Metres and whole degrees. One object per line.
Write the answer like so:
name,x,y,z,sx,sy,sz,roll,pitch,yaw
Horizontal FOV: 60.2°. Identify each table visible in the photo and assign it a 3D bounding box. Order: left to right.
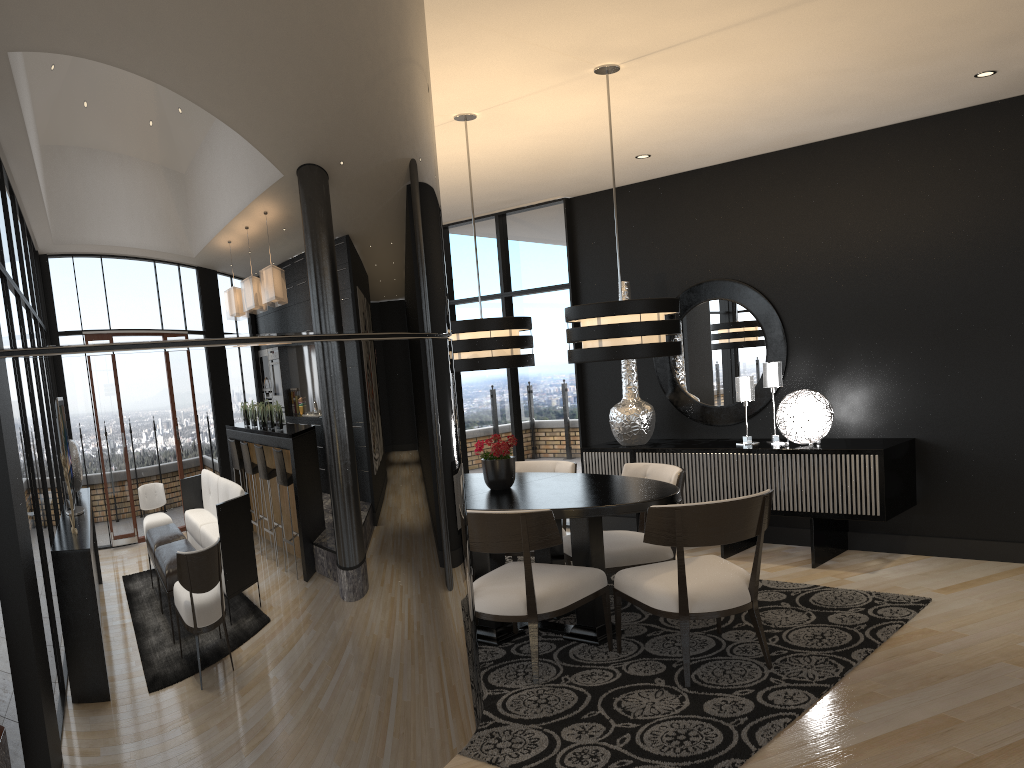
table,-0.021,0.954,4.856,2.106,0.775,1.200,-3,3,43

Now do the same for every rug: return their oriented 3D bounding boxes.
rug,-0.030,1.335,4.953,3.724,0.011,2.696,-3,2,41

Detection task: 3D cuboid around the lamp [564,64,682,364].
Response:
lamp,0.483,-0.780,4.100,0.535,1.341,0.531,1,8,40

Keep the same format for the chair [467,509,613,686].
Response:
chair,0.044,0.946,4.187,0.643,0.813,0.610,-1,6,34

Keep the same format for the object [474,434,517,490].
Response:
object,-0.078,0.423,4.786,0.237,0.301,0.227,0,6,43

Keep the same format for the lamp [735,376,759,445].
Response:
lamp,1.610,0.180,6.072,0.131,0.469,0.124,-8,7,-26

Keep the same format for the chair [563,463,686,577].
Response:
chair,0.651,0.882,4.953,0.614,0.813,0.639,-6,5,-21

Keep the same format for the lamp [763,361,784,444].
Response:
lamp,1.777,0.126,5.996,0.125,0.555,0.131,-4,6,3

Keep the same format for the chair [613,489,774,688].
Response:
chair,0.836,0.889,4.018,0.640,0.813,0.613,-6,5,-20

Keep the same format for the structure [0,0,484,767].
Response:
structure,-0.465,0.079,1.204,0.885,2.767,0.585,-9,8,-38

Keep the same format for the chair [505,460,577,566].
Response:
chair,0.074,0.914,5.506,0.643,0.813,0.610,-2,5,27

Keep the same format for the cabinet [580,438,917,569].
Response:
cabinet,1.580,0.800,6.227,2.238,0.773,0.605,-3,5,41

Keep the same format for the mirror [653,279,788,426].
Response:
mirror,1.506,-0.224,6.482,1.076,1.087,0.025,-1,7,41

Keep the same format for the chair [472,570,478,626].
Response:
chair,-0.630,0.986,4.729,0.612,0.813,0.642,-8,6,-39

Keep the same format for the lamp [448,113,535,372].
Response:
lamp,-0.194,-0.741,4.691,0.535,1.341,0.531,1,8,40

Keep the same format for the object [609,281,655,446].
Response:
object,0.871,-0.149,6.577,0.341,1.220,0.343,-10,8,-40
